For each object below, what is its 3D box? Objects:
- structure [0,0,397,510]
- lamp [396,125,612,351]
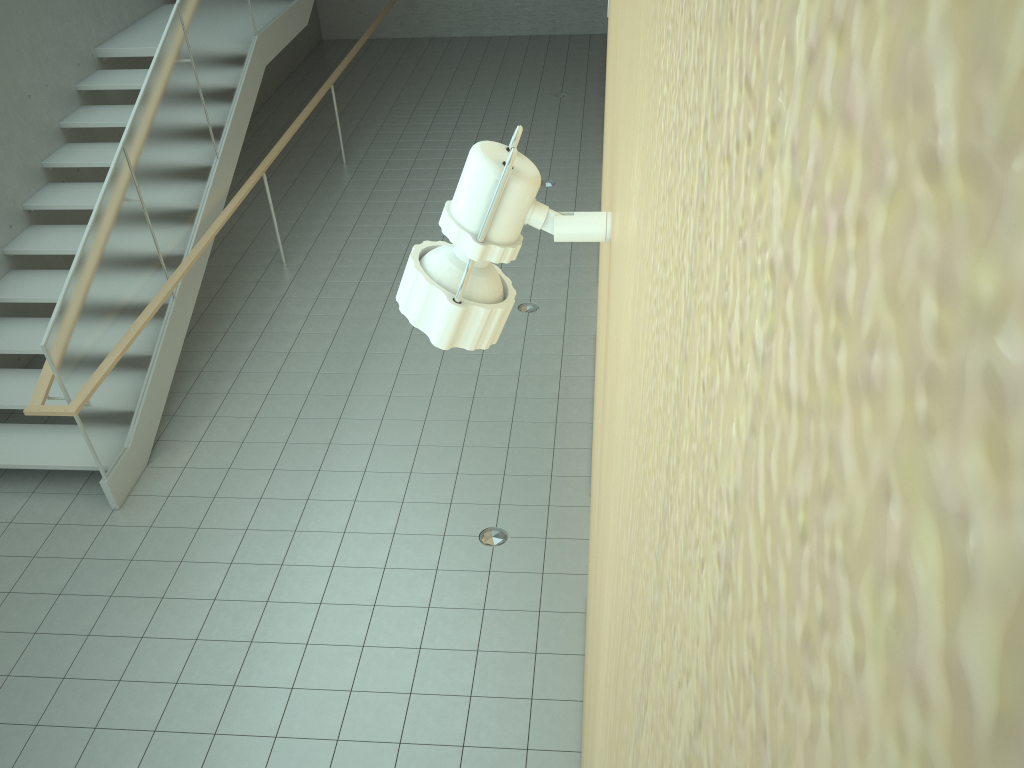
[{"bbox_3d":[-2.987,-4.064,8.504,1.884,4.956,10.792,2,38,5],"label":"structure"},{"bbox_3d":[-0.009,-0.148,0.861,0.230,0.227,0.122,-10,40,-9],"label":"lamp"}]
